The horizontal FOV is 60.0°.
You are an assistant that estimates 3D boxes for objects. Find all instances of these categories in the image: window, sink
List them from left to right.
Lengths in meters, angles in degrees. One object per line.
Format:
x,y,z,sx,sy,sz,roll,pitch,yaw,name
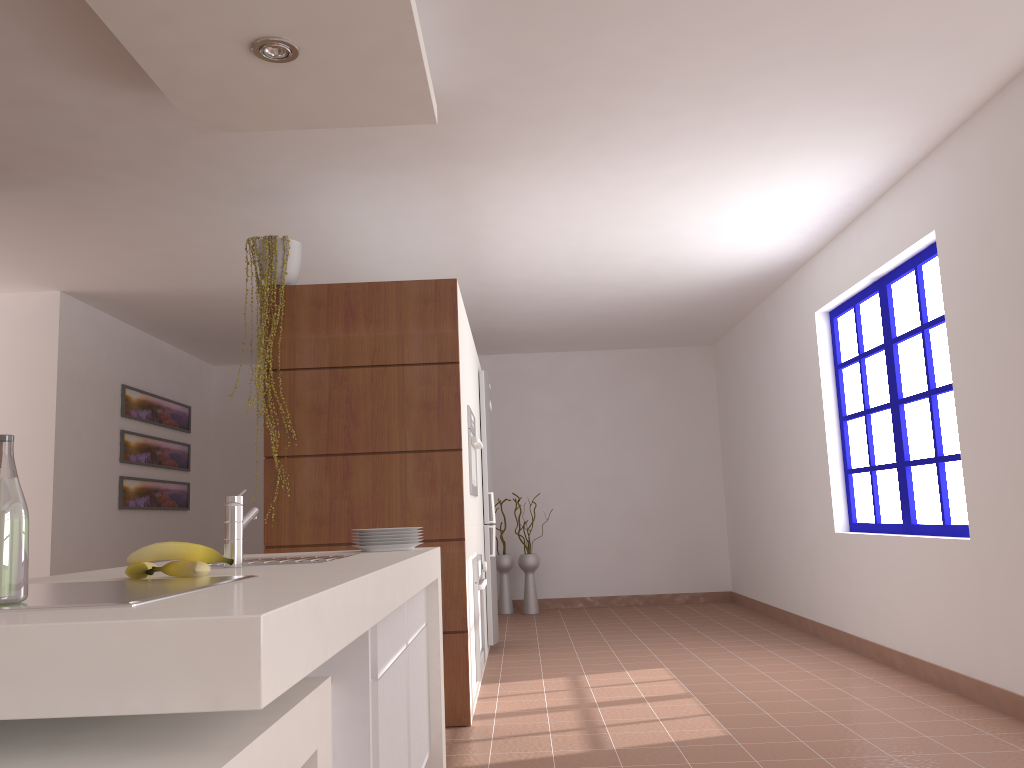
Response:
-0.670,0.484,2.452,0.404,0.368,0.668,-2,-8,0,sink
2.126,0.108,4.898,0.035,1.430,1.699,-2,-8,0,window

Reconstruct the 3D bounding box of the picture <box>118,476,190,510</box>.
-2.937,0.919,7.354,0.015,0.248,1.408,-2,-8,0,picture

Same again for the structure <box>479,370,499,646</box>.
-0.156,0.848,6.257,0.089,1.862,0.604,-2,-8,0,structure

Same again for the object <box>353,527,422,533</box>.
-0.413,0.488,2.930,0.228,0.020,0.228,0,-9,-18,object

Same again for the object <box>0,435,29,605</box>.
-0.703,0.185,1.222,0.071,0.230,0.071,1,-9,-18,object

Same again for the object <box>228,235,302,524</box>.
-1.117,-0.020,4.103,0.297,1.344,0.279,5,-11,-40,object

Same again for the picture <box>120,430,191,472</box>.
-2.951,0.573,7.406,0.015,0.248,1.408,-2,-8,0,picture

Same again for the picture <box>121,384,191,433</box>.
-2.965,0.227,7.457,0.015,0.248,1.408,-2,-8,0,picture

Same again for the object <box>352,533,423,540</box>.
-0.412,0.508,2.927,0.228,0.020,0.228,0,-9,-18,object

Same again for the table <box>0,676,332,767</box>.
-0.660,0.743,0.923,0.737,0.647,1.003,-2,-8,0,table

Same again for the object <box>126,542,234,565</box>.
-0.673,0.348,1.806,0.207,0.055,0.047,1,-9,-23,object

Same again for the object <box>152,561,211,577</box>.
-0.653,0.371,1.779,0.060,0.033,0.207,6,-12,-44,object

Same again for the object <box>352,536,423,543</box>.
-0.412,0.518,2.925,0.228,0.020,0.228,0,-9,-18,object

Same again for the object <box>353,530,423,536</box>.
-0.412,0.498,2.928,0.228,0.020,0.228,0,-9,-18,object

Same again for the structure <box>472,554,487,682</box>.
-0.163,1.216,4.706,0.058,0.592,0.596,-2,-8,0,structure

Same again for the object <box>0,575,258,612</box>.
-0.729,0.334,1.409,0.493,0.006,0.551,-2,-8,0,object

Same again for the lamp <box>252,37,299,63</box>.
-0.736,-1.056,2.761,0.143,0.059,0.143,-7,-10,28,lamp

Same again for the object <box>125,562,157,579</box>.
-0.757,0.379,1.806,0.060,0.033,0.207,1,-9,-20,object

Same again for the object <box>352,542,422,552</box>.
-0.411,0.538,2.922,0.228,0.020,0.228,0,-9,-18,object

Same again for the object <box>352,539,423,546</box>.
-0.411,0.528,2.924,0.228,0.020,0.228,0,-9,-18,object

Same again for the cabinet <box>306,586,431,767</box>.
-0.651,0.863,1.914,0.737,0.700,2.048,-2,-8,0,cabinet

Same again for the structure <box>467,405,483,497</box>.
-0.191,0.377,4.828,0.056,0.454,0.614,-2,-8,0,structure

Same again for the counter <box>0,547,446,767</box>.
-0.656,0.822,1.977,0.821,0.800,2.156,-2,-8,0,counter

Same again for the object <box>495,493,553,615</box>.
0.122,1.565,8.234,0.655,1.112,0.284,-5,-9,19,object
